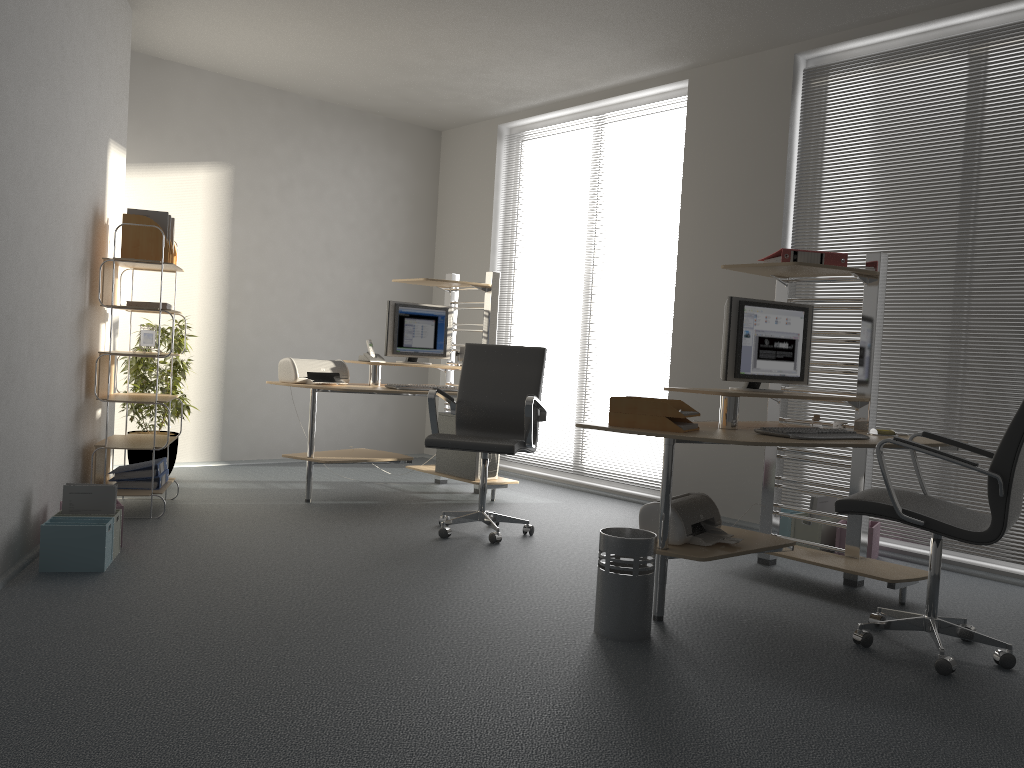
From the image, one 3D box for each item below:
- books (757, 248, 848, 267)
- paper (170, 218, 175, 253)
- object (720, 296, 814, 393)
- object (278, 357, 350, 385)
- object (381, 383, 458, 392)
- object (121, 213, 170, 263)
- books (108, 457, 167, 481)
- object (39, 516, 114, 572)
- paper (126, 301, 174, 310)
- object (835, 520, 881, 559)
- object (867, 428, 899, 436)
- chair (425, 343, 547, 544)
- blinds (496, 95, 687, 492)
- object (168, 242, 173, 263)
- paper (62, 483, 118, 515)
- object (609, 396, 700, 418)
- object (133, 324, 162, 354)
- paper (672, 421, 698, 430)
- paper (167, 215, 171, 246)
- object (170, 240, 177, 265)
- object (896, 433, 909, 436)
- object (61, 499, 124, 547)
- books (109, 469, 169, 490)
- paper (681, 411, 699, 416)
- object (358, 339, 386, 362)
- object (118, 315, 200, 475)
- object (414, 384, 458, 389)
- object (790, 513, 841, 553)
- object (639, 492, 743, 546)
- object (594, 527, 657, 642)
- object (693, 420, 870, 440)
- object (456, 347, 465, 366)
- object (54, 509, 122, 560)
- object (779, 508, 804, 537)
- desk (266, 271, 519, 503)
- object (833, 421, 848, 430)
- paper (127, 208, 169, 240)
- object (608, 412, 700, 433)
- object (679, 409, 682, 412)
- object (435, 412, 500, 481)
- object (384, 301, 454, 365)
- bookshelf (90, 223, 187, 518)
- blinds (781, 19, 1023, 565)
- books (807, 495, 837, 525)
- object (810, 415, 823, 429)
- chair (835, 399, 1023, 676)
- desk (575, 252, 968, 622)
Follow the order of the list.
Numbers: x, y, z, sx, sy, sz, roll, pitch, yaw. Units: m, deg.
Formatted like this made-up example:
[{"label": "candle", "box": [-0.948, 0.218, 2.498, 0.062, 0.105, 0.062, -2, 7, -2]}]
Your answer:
[{"label": "books", "box": [1.358, -0.576, 4.163, 0.320, 0.072, 0.262, 3, 2, -9]}, {"label": "paper", "box": [-2.088, -0.829, 5.181, 0.213, 0.297, 0.045, 3, 2, -11]}, {"label": "object", "box": [1.159, -0.174, 4.125, 0.516, 0.418, 0.245, 3, 2, -19]}, {"label": "object", "box": [-1.223, -0.080, 5.702, 0.351, 0.162, 0.438, 5, 3, 41]}, {"label": "object", "box": [-0.724, 0.033, 5.963, 0.478, 0.082, 0.814, 2, 2, -34]}, {"label": "object", "box": [-2.028, -0.797, 4.921, 0.243, 0.259, 0.113, 3, 2, -16]}, {"label": "books", "box": [-2.112, 0.479, 5.016, 0.263, 0.100, 0.320, 3, 2, -13]}, {"label": "object", "box": [-1.818, 0.675, 3.716, 0.245, 0.202, 0.185, 3, 2, -15]}, {"label": "paper", "box": [-2.074, -0.445, 5.092, 0.213, 0.046, 0.297, 3, 2, -14]}, {"label": "object", "box": [1.883, 0.855, 4.829, 0.185, 0.202, 0.245, 5, 2, 31]}, {"label": "object", "box": [1.660, 0.215, 3.969, 0.132, 0.026, 0.132, 2, 3, -41]}, {"label": "chair", "box": [-0.140, 0.301, 4.890, 0.584, 1.048, 0.652, 4, 2, 14]}, {"label": "blinds", "box": [0.511, -0.680, 6.864, 0.037, 2.749, 1.950, 2, 3, -41]}, {"label": "object", "box": [-2.060, -0.803, 5.040, 0.243, 0.259, 0.113, 3, 2, -14]}, {"label": "paper", "box": [-1.864, 0.595, 3.907, 0.220, 0.306, 0.068, 3, 2, -14]}, {"label": "object", "box": [0.579, 0.092, 3.578, 0.309, 0.060, 0.225, 4, 2, 28]}, {"label": "object", "box": [-2.052, -0.254, 5.000, 0.077, 0.161, 0.192, 4, 2, 4]}, {"label": "paper", "box": [0.576, 0.160, 3.580, 0.297, 0.019, 0.210, 4, 2, 28]}, {"label": "paper", "box": [-2.065, -0.824, 5.059, 0.213, 0.297, 0.045, 3, 2, -14]}, {"label": "object", "box": [-2.084, -0.809, 5.162, 0.243, 0.259, 0.113, 3, 2, -11]}, {"label": "object", "box": [1.720, 0.224, 4.026, 0.011, 0.011, 0.158, 1, 3, -44]}, {"label": "object", "box": [-1.948, 0.654, 4.106, 0.245, 0.202, 0.185, 2, 2, -33]}, {"label": "books", "box": [-2.105, 0.534, 5.020, 0.262, 0.072, 0.320, 3, 2, -13]}, {"label": "paper", "box": [0.579, 0.108, 3.578, 0.297, 0.010, 0.210, 4, 2, 28]}, {"label": "object", "box": [-0.937, -0.224, 5.946, 0.119, 0.151, 0.150, 5, 2, 35]}, {"label": "object", "box": [-2.432, 0.085, 6.117, 0.544, 1.147, 0.644, 3, 2, -13]}, {"label": "object", "box": [-0.487, 0.036, 6.210, 0.168, 0.088, 0.742, 2, 2, -39]}, {"label": "object", "box": [1.714, 0.840, 4.980, 0.245, 0.202, 0.185, 2, 3, -41]}, {"label": "object", "box": [0.769, 0.557, 3.648, 0.351, 0.162, 0.438, 5, 2, 33]}, {"label": "object", "box": [0.415, 0.733, 3.251, 0.208, 0.377, 0.208, 3, 2, 2]}, {"label": "object", "box": [1.076, 0.210, 3.853, 0.478, 0.082, 0.814, 2, 2, -34]}, {"label": "object", "box": [-0.318, -0.190, 6.231, 0.154, 0.135, 0.093, 3, 2, -5]}, {"label": "object", "box": [-1.865, 0.666, 3.895, 0.245, 0.202, 0.185, 3, 2, -15]}, {"label": "object", "box": [1.592, 0.828, 5.120, 0.245, 0.202, 0.185, 2, 3, -41]}, {"label": "desk", "box": [-0.721, -0.023, 5.825, 1.469, 1.566, 0.967, 2, 3, -41]}, {"label": "object", "box": [1.518, 0.194, 4.104, 0.022, 0.042, 0.134, 3, 2, 1]}, {"label": "paper", "box": [-2.034, -0.818, 4.939, 0.213, 0.297, 0.045, 3, 2, -16]}, {"label": "object", "box": [0.576, 0.148, 3.580, 0.309, 0.060, 0.225, 4, 2, 28]}, {"label": "object", "box": [0.669, 0.107, 3.530, 0.008, 0.009, 0.159, 4, 2, 12]}, {"label": "object", "box": [-0.301, 0.425, 6.129, 0.199, 0.422, 0.471, 2, 3, -41]}, {"label": "object", "box": [-0.667, -0.351, 6.204, 0.516, 0.418, 0.245, 2, 2, -27]}, {"label": "bookshelf", "box": [-2.086, -0.075, 5.009, 0.381, 1.572, 0.724, 3, 2, -14]}, {"label": "blinds", "box": [2.356, -0.501, 4.763, 0.022, 2.770, 1.950, 2, 3, -41]}, {"label": "books", "box": [1.728, 0.771, 4.967, 0.220, 0.306, 0.068, 2, 3, -41]}, {"label": "object", "box": [1.414, 0.177, 4.111, 0.054, 0.064, 0.159, 4, 2, 16]}, {"label": "chair", "box": [1.576, 0.458, 3.240, 0.652, 1.048, 0.584, 5, 2, 35]}, {"label": "desk", "box": [1.117, 0.155, 3.729, 1.469, 1.566, 0.967, 2, 3, -41]}]
